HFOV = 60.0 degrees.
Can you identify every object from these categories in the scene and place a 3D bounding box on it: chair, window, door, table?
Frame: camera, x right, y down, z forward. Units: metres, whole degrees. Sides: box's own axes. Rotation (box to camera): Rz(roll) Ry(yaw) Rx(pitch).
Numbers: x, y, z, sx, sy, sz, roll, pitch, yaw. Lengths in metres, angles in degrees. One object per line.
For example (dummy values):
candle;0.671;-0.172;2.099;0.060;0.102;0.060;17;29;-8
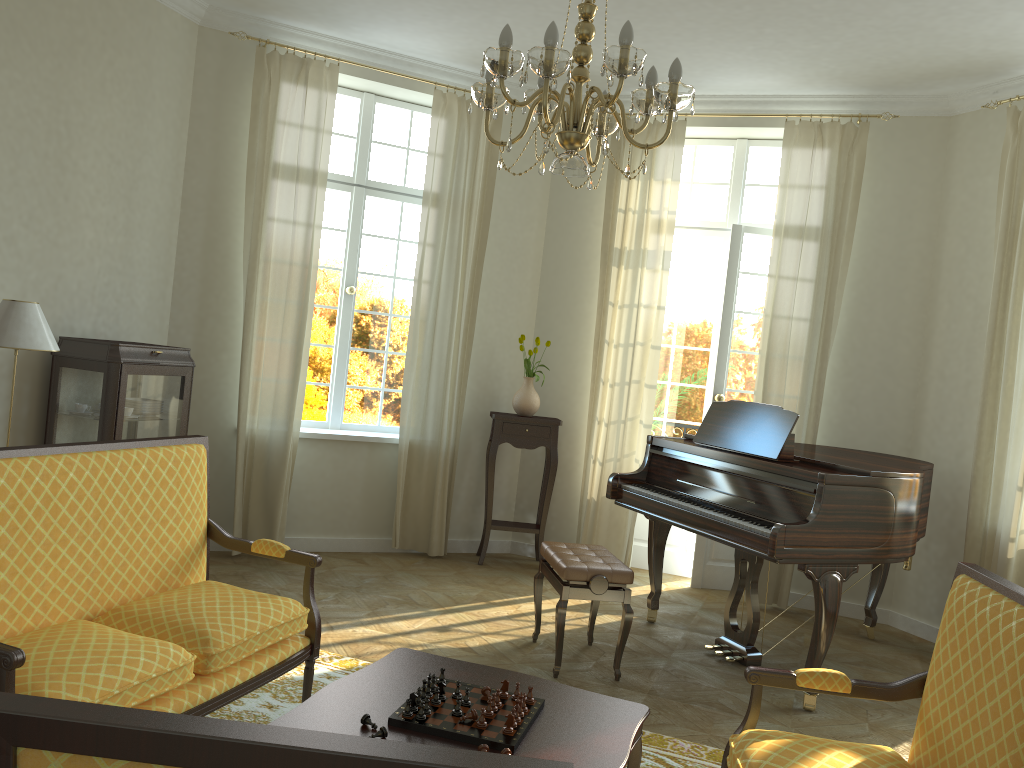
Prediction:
chair;0.915;1.023;2.263;0.671;1.083;0.730;6;2;5
window;-1.202;-0.914;6.660;1.400;2.550;0.181;6;2;-25
door;1.480;0.164;6.665;1.385;2.690;0.425;7;2;20
window;1.728;-1.528;6.794;1.380;0.680;0.055;7;2;20
table;0.043;0.795;6.692;0.522;1.114;0.344;6;2;-5
chair;0.353;1.165;4.631;0.385;0.563;0.638;6;2;-10
table;-0.154;1.200;2.523;0.922;0.494;0.932;7;2;21
chair;-0.310;0.915;1.298;0.730;1.083;0.671;6;2;2
chair;-1.230;0.773;2.856;0.680;1.083;1.389;7;2;20

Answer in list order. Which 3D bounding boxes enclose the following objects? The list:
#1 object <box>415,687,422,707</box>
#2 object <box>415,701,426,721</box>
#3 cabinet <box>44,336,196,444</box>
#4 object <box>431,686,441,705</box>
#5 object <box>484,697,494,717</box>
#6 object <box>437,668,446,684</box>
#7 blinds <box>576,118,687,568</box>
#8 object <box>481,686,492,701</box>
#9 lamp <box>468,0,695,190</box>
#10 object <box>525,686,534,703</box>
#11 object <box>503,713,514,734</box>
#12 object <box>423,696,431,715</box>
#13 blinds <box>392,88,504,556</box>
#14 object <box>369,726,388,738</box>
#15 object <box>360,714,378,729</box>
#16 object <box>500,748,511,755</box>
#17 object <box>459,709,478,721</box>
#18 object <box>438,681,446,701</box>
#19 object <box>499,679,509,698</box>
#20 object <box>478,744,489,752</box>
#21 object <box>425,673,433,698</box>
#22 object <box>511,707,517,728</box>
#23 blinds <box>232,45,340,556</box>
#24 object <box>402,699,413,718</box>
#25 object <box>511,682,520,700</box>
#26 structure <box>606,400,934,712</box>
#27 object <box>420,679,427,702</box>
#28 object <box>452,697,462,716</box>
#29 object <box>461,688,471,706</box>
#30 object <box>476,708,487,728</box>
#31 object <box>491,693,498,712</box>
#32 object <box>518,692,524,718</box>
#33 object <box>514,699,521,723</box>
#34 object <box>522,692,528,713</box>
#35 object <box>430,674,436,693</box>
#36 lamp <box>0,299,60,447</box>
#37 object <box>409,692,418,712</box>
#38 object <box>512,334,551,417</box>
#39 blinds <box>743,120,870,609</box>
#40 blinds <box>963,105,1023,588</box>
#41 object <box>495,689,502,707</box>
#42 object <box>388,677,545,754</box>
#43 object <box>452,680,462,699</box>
object;-0.266;0.892;2.533;0.030;0.055;0.030;6;2;-22
object;-0.249;0.898;2.446;0.030;0.050;0.030;6;2;-22
cabinet;-2.300;0.450;5.166;0.542;1.386;0.733;7;2;20
object;-0.218;0.899;2.562;0.030;0.050;0.030;6;2;-22
object;-0.065;0.917;2.523;0.030;0.050;0.030;6;2;-22
object;-0.215;0.898;2.727;0.030;0.044;0.030;6;2;-22
blinds;0.840;-0.270;6.611;0.552;3.386;0.159;7;2;17
object;-0.072;0.922;2.641;0.030;0.030;0.052;6;2;-18
lamp;0.264;-1.399;2.842;0.661;1.466;0.662;6;2;-10
object;0.054;0.929;2.654;0.030;0.044;0.030;6;2;-22
object;-0.008;0.924;2.422;0.030;0.052;0.030;6;2;-22
object;-0.239;0.899;2.484;0.030;0.050;0.030;6;2;-22
blinds;-0.503;-0.418;6.537;0.552;3.381;0.159;6;2;-22
object;-0.353;0.920;2.334;0.052;0.030;0.030;5;2;-42
object;-0.384;0.915;2.406;0.052;0.030;0.030;7;2;31
object;-0.007;0.959;2.283;0.030;0.030;0.047;5;2;-33
object;-0.122;0.921;2.467;0.052;0.030;0.030;6;2;-24
object;-0.206;0.898;2.600;0.030;0.052;0.030;7;2;37
object;-0.023;0.916;2.674;0.030;0.052;0.030;6;2;-22
object;-0.070;0.952;2.289;0.030;0.030;0.052;6;2;-13
object;-0.245;0.885;2.610;0.030;0.069;0.030;6;2;-22
object;0.002;0.923;2.461;0.030;0.055;0.030;6;2;-22
blinds;-1.604;-0.525;5.967;0.554;3.385;0.162;6;2;-20
object;-0.288;0.897;2.456;0.030;0.044;0.030;6;2;-22
object;0.016;0.922;2.664;0.030;0.050;0.030;6;2;-22
structure;1.715;0.860;5.115;1.856;1.439;1.514;6;2;-25
object;-0.255;0.887;2.572;0.030;0.064;0.030;6;2;-22
object;-0.153;0.907;2.503;0.030;0.050;0.030;6;2;-22
object;-0.132;0.908;2.578;0.030;0.050;0.030;6;2;-22
object;-0.081;0.917;2.442;0.030;0.050;0.030;6;2;-22
object;-0.054;0.917;2.559;0.030;0.050;0.030;6;2;-22
object;0.024;0.916;2.538;0.030;0.069;0.030;6;2;-22
object;0.013;0.918;2.499;0.030;0.064;0.030;6;2;-22
object;0.033;0.923;2.577;0.030;0.055;0.030;6;2;-22
object;-0.235;0.892;2.649;0.030;0.055;0.030;6;2;-22
lamp;-2.467;0.367;4.325;0.381;1.552;0.380;7;2;25
object;-0.277;0.893;2.495;0.030;0.052;0.030;6;2;-22
object;0.134;-0.061;6.667;0.242;0.609;0.264;8;2;44
blinds;1.983;-0.137;6.139;0.554;3.386;0.162;7;2;15
blinds;2.948;-0.008;5.225;0.162;3.384;0.554;6;2;-20
object;-0.043;0.917;2.595;0.030;0.050;0.030;6;2;-22
object;-0.120;0.944;2.556;0.360;0.021;0.360;7;2;15
object;-0.161;0.903;2.628;0.030;0.050;0.030;6;2;-22
